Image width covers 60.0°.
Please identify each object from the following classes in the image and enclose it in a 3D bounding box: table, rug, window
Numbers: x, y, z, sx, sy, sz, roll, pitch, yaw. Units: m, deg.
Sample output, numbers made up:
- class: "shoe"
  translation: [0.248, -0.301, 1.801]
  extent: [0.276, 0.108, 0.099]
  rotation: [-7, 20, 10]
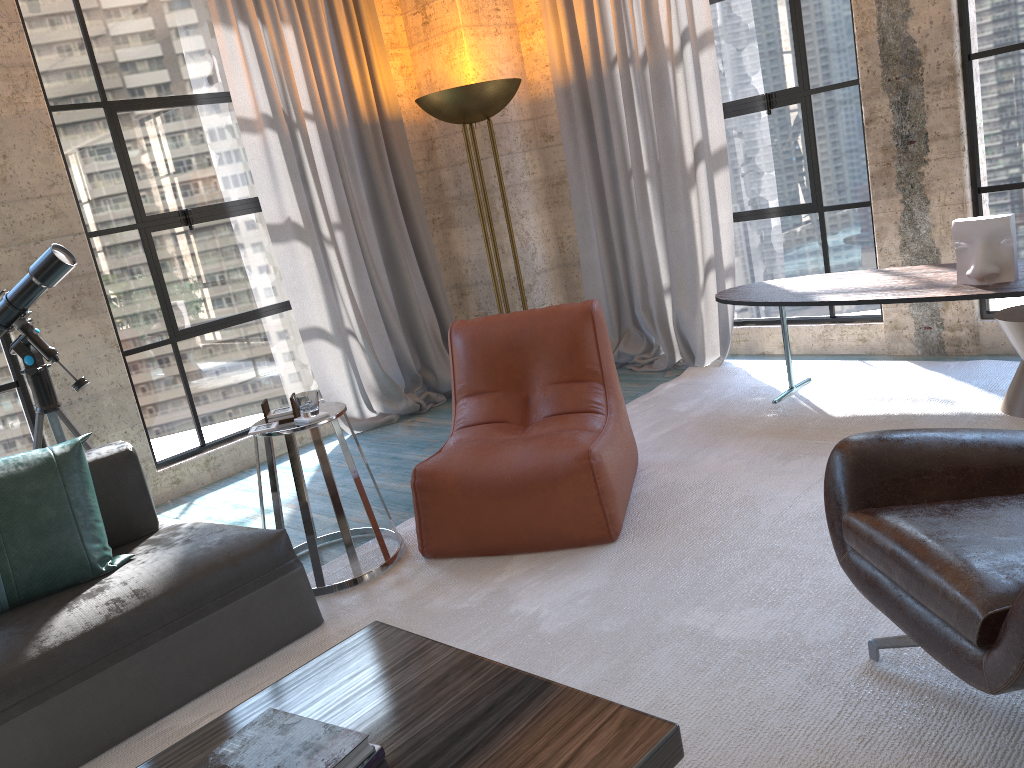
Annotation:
- class: "table"
  translation: [-0.739, 0.410, 3.370]
  extent: [0.549, 0.603, 0.549]
  rotation: [-5, 14, 25]
- class: "table"
  translation: [2.125, -0.098, 3.545]
  extent: [0.331, 0.394, 0.331]
  rotation: [-12, 13, -5]
- class: "table"
  translation: [1.840, -0.201, 3.927]
  extent: [2.004, 0.530, 0.715]
  rotation: [1, 18, 43]
- class: "rug"
  translation: [-0.352, 1.027, 1.744]
  extent: [2.954, 0.032, 7.768]
  rotation: [2, 18, 44]
- class: "table"
  translation: [-0.494, 0.969, 1.436]
  extent: [0.900, 0.309, 1.500]
  rotation: [2, 18, 44]
- class: "window"
  translation: [-1.571, -1.005, 5.070]
  extent: [0.081, 2.530, 1.780]
  rotation: [2, 18, 44]
- class: "window"
  translation: [-3.079, -0.343, 3.547]
  extent: [0.081, 2.530, 1.780]
  rotation: [2, 18, 44]
- class: "window"
  translation: [1.166, -1.570, 5.144]
  extent: [1.780, 2.530, 0.081]
  rotation: [2, 18, 44]
- class: "window"
  translation: [2.771, -1.519, 3.577]
  extent: [1.780, 2.530, 0.081]
  rotation: [2, 18, 44]

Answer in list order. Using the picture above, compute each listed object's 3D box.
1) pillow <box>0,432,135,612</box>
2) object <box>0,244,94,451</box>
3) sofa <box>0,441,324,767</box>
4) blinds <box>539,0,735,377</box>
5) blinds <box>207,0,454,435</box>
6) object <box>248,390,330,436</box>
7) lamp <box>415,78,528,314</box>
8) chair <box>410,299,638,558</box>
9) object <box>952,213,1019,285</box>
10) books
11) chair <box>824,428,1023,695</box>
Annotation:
- class: "pillow"
  translation: [-1.679, 0.480, 2.559]
  extent: [1.042, 0.466, 0.349]
  rotation: [-20, 16, -33]
- class: "object"
  translation: [-2.017, 0.162, 3.750]
  extent: [0.617, 1.406, 0.595]
  rotation: [2, 19, 46]
- class: "sofa"
  translation: [-1.732, 0.761, 2.540]
  extent: [1.019, 0.680, 2.063]
  rotation: [2, 18, 44]
- class: "blinds"
  translation: [0.637, -1.522, 5.163]
  extent: [1.187, 2.986, 0.404]
  rotation: [2, 19, 45]
- class: "blinds"
  translation: [-0.954, -1.229, 5.238]
  extent: [0.384, 2.985, 1.131]
  rotation: [2, 18, 44]
- class: "object"
  translation: [-0.815, 0.089, 3.246]
  extent: [0.287, 0.096, 0.206]
  rotation: [-12, 13, -4]
- class: "lamp"
  translation: [-0.075, -0.798, 5.245]
  extent: [0.619, 1.822, 0.619]
  rotation: [2, 18, 44]
- class: "chair"
  translation: [0.039, 0.142, 3.534]
  extent: [0.801, 0.759, 0.920]
  rotation: [-8, 14, 15]
- class: "object"
  translation: [1.871, -0.527, 3.534]
  extent: [0.214, 0.259, 0.154]
  rotation: [2, 18, 44]
- class: "books"
  translation: [-0.397, 0.697, 1.558]
  extent: [0.279, 0.116, 0.322]
  rotation: [-4, 15, 30]
- class: "chair"
  translation: [1.248, 0.201, 1.829]
  extent: [0.975, 0.940, 0.820]
  rotation: [-12, 13, -4]
